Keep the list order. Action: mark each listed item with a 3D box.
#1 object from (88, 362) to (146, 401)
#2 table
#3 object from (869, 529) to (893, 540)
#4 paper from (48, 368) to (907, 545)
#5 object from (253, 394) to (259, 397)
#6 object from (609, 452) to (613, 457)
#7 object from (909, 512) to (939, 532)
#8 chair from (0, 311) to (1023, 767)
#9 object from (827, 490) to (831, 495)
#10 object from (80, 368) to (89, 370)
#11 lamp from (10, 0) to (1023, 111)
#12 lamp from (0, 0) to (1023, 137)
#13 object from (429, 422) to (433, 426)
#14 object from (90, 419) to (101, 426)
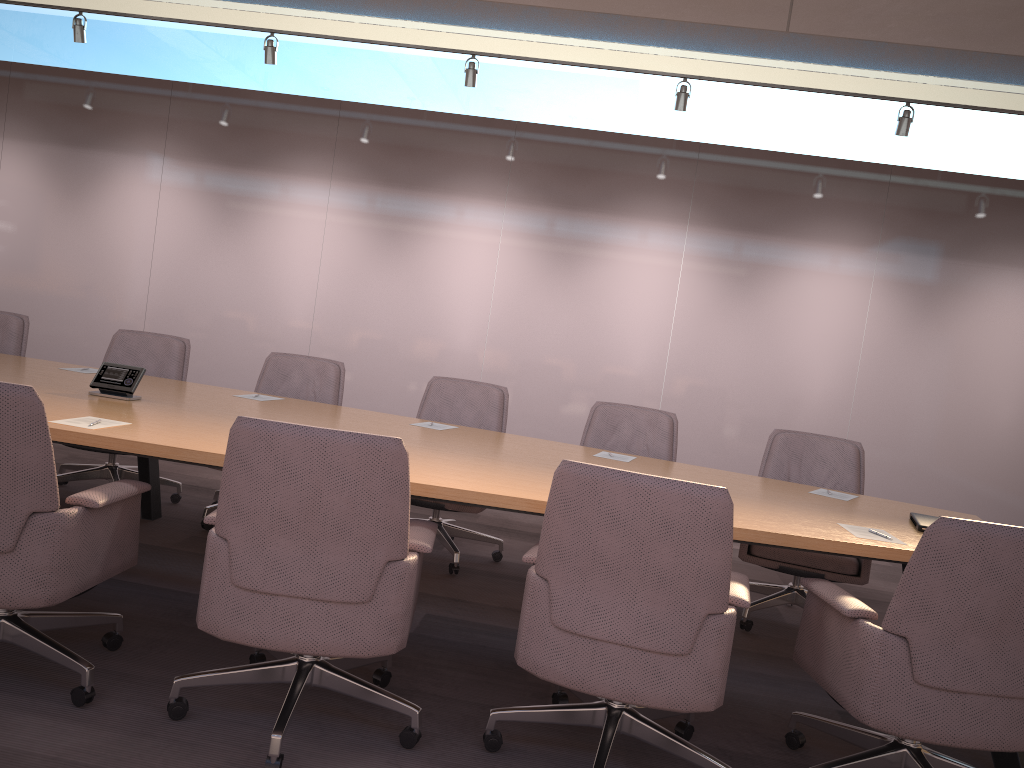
[{"bbox_3d":[-1.695,-0.013,3.807,0.200,0.139,0.110,8,4,6],"label":"object"},{"bbox_3d":[-1.981,0.390,3.889,8.000,0.748,1.885,8,4,6],"label":"table"},{"bbox_3d":[1.272,0.520,3.059,0.009,0.009,0.125,7,4,-15],"label":"object"},{"bbox_3d":[-1.837,0.032,3.863,6.800,0.001,1.713,8,4,6],"label":"paper"},{"bbox_3d":[-1.313,0.059,4.559,0.009,0.009,0.125,8,3,-4],"label":"object"},{"bbox_3d":[0.469,0.334,4.217,0.009,0.009,0.125,8,3,-1],"label":"object"},{"bbox_3d":[1.659,0.547,3.395,0.231,0.026,0.325,9,4,19],"label":"object"},{"bbox_3d":[-2.070,0.274,3.902,9.673,0.948,3.001,9,4,7],"label":"chair"},{"bbox_3d":[1.424,0.484,3.984,0.009,0.009,0.125,9,4,14],"label":"object"},{"bbox_3d":[-2.245,-0.080,4.665,0.009,0.009,0.125,8,4,-7],"label":"object"},{"bbox_3d":[-1.195,-2.473,3.656,6.974,1.864,0.200,8,4,6],"label":"lamp"},{"bbox_3d":[-1.263,-2.753,3.611,12.467,1.321,5.699,8,4,6],"label":"lamp"},{"bbox_3d":[-0.401,0.198,4.413,0.009,0.009,0.125,8,3,1],"label":"object"},{"bbox_3d":[-1.437,0.134,3.056,0.009,0.009,0.125,7,4,-10],"label":"object"}]
